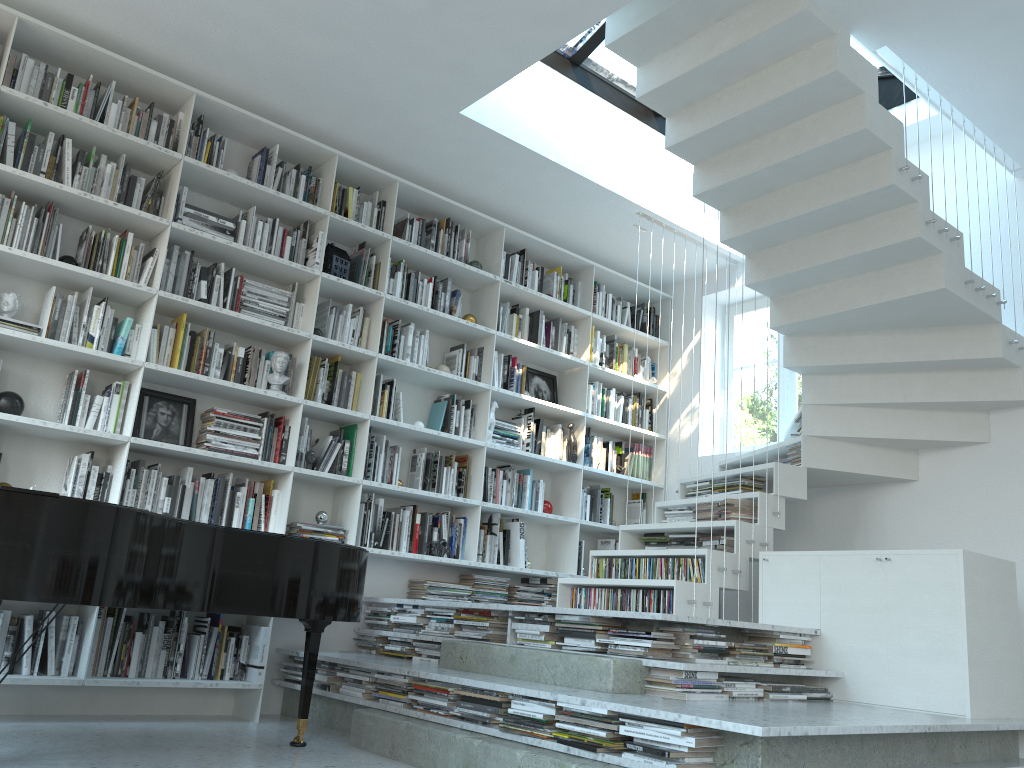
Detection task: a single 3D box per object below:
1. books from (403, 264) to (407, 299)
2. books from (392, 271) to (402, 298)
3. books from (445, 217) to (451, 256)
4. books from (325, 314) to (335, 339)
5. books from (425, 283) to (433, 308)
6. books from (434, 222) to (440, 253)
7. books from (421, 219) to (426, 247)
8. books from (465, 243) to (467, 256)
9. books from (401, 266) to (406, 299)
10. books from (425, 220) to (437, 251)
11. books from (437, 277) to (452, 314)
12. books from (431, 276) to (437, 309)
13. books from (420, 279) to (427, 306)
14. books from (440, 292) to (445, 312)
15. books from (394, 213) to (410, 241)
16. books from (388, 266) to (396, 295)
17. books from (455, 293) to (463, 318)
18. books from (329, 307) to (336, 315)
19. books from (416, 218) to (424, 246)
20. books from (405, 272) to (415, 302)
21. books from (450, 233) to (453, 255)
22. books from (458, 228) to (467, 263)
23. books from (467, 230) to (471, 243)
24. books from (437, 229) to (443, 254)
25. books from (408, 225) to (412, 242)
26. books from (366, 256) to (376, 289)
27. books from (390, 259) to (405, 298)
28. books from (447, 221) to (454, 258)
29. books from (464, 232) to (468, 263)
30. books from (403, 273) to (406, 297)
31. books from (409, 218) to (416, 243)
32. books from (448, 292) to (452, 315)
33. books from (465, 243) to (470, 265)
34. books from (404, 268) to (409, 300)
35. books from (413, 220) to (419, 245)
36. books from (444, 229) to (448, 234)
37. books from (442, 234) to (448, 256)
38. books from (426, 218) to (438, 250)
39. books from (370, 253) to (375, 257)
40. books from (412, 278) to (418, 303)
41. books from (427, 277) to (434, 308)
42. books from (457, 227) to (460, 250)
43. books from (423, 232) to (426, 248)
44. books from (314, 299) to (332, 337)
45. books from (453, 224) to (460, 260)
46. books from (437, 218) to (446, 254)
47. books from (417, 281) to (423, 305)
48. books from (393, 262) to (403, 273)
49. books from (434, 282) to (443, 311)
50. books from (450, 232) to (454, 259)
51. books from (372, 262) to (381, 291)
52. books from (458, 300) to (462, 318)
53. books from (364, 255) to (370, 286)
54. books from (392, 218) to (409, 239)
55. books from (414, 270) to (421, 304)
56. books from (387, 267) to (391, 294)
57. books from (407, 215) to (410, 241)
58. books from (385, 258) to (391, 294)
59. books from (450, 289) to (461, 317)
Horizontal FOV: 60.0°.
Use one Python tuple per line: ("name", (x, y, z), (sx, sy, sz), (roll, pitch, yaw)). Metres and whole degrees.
("books", (-0.708, -0.593, 5.524), (0.021, 0.295, 0.138), (16, -18, -37))
("books", (-0.748, -0.570, 5.453), (0.026, 0.207, 0.181), (16, -18, -37))
("books", (-0.471, -0.906, 5.767), (0.007, 0.328, 0.184), (16, -18, -37))
("books", (-1.089, -0.295, 5.118), (0.028, 0.185, 0.181), (16, -19, -37))
("books", (-0.570, -0.518, 5.592), (0.021, 0.208, 0.181), (16, -18, -37))
("books", (-0.526, -0.895, 5.739), (0.007, 0.284, 0.159), (16, -18, -37))
("books", (-0.614, -0.909, 5.658), (0.021, 0.255, 0.169), (16, -18, -37))
("books", (-0.362, -0.815, 5.849), (0.018, 0.214, 0.158), (16, -18, -37))
("books", (-0.719, -0.588, 5.494), (0.010, 0.268, 0.166), (16, -18, -37))
("books", (-0.556, -0.901, 5.674), (0.028, 0.257, 0.185), (16, -18, -37))
("books", (-0.463, -0.524, 5.685), (0.029, 0.284, 0.183), (16, -18, -37))
("books", (-0.541, -0.537, 5.658), (0.012, 0.284, 0.159), (16, -18, -37))
("books", (-0.595, -0.534, 5.593), (0.023, 0.236, 0.149), (16, -18, -37))
("books", (-0.497, -0.479, 5.665), (0.027, 0.181, 0.176), (16, -19, -37))
("books", (-0.706, -0.934, 5.571), (0.009, 0.243, 0.173), (16, -18, -37))
("books", (-0.778, -0.590, 5.455), (0.026, 0.242, 0.148), (16, -18, -37))
("books", (-0.402, -0.468, 5.743), (0.048, 0.216, 0.182), (16, -18, -37))
("books", (-1.086, -0.316, 5.152), (0.024, 0.242, 0.159), (16, -18, -37))
("books", (-0.632, -0.915, 5.641), (0.030, 0.254, 0.161), (16, -18, -37))
("books", (-0.671, -0.561, 5.527), (0.027, 0.241, 0.160), (16, -18, -37))
("books", (-0.446, -0.869, 5.791), (0.008, 0.274, 0.163), (16, -18, -37))
("books", (-0.372, -0.861, 5.840), (0.013, 0.296, 0.189), (16, -18, -37))
("books", (-0.334, -0.855, 5.871), (0.006, 0.305, 0.163), (16, -18, -37))
("books", (-0.506, -0.869, 5.725), (0.018, 0.230, 0.160), (16, -18, -37))
("books", (-0.689, -0.896, 5.589), (0.009, 0.183, 0.160), (16, -18, -37))
("books", (-0.886, -0.633, 5.341), (0.013, 0.247, 0.186), (16, -18, -37))
("books", (-0.727, -0.609, 5.492), (0.014, 0.306, 0.152), (16, -18, -37))
("books", (-0.453, -0.891, 5.758), (0.015, 0.298, 0.183), (16, -18, -37))
("books", (-0.361, -0.851, 5.839), (0.008, 0.278, 0.180), (16, -18, -37))
("books", (-0.717, -0.568, 5.504), (0.012, 0.235, 0.165), (16, -18, -37))
("books", (-0.671, -0.918, 5.592), (0.013, 0.229, 0.174), (16, -18, -37))
("books", (-0.453, -0.480, 5.705), (0.030, 0.212, 0.157), (16, -18, -37))
("books", (-0.344, -0.810, 5.851), (0.014, 0.208, 0.188), (16, -18, -37))
("books", (-0.700, -0.579, 5.537), (0.013, 0.276, 0.133), (16, -18, -37))
("books", (-0.656, -0.907, 5.620), (0.028, 0.225, 0.163), (16, -18, -37))
("books", (-0.480, -0.869, 5.754), (0.008, 0.250, 0.170), (16, -18, -37))
("books", (-0.482, -0.851, 5.728), (0.018, 0.200, 0.188), (16, -19, -37))
("books", (-0.550, -0.908, 5.712), (0.024, 0.291, 0.167), (16, -18, -37))
("books", (-0.887, -0.644, 5.387), (0.005, 0.291, 0.130), (16, -18, -37))
("books", (-0.654, -0.540, 5.566), (0.028, 0.223, 0.142), (16, -18, -37))
("books", (-0.557, -0.537, 5.627), (0.012, 0.264, 0.156), (16, -18, -37))
("books", (-0.402, -0.873, 5.854), (0.008, 0.320, 0.134), (16, -18, -37))
("books", (-0.608, -0.869, 5.679), (0.031, 0.190, 0.132), (16, -18, -37))
("books", (-1.109, -0.343, 5.139), (0.019, 0.284, 0.159), (16, -18, -37))
("books", (-0.414, -0.879, 5.807), (0.008, 0.306, 0.183), (16, -18, -37))
("books", (-0.497, -0.904, 5.747), (0.006, 0.311, 0.179), (16, -18, -37))
("books", (-0.622, -0.528, 5.585), (0.025, 0.215, 0.144), (16, -18, -37))
("books", (-0.741, -0.599, 5.486), (0.011, 0.282, 0.173), (16, -18, -37))
("books", (-0.514, -0.513, 5.651), (0.030, 0.237, 0.186), (16, -18, -37))
("books", (-0.434, -0.855, 5.797), (0.024, 0.251, 0.150), (16, -18, -37))
("books", (-0.863, -0.610, 5.355), (0.008, 0.213, 0.224), (16, -19, -37))
("books", (-0.384, -0.463, 5.780), (0.026, 0.228, 0.140), (16, -18, -37))
("books", (-0.911, -0.640, 5.339), (0.005, 0.254, 0.159), (16, -18, -37))
("books", (-0.724, -0.922, 5.544), (0.046, 0.206, 0.183), (16, -19, -37))
("books", (-0.634, -0.565, 5.584), (0.013, 0.283, 0.154), (16, -18, -37))
("books", (-0.796, -0.591, 5.448), (0.012, 0.239, 0.139), (16, -18, -37))
("books", (-0.704, -0.930, 5.583), (0.011, 0.243, 0.173), (16, -18, -37))
("books", (-0.803, -0.621, 5.429), (0.012, 0.284, 0.159), (16, -18, -37))
("books", (-0.412, -0.484, 5.725), (0.054, 0.234, 0.171), (16, -18, -37))
